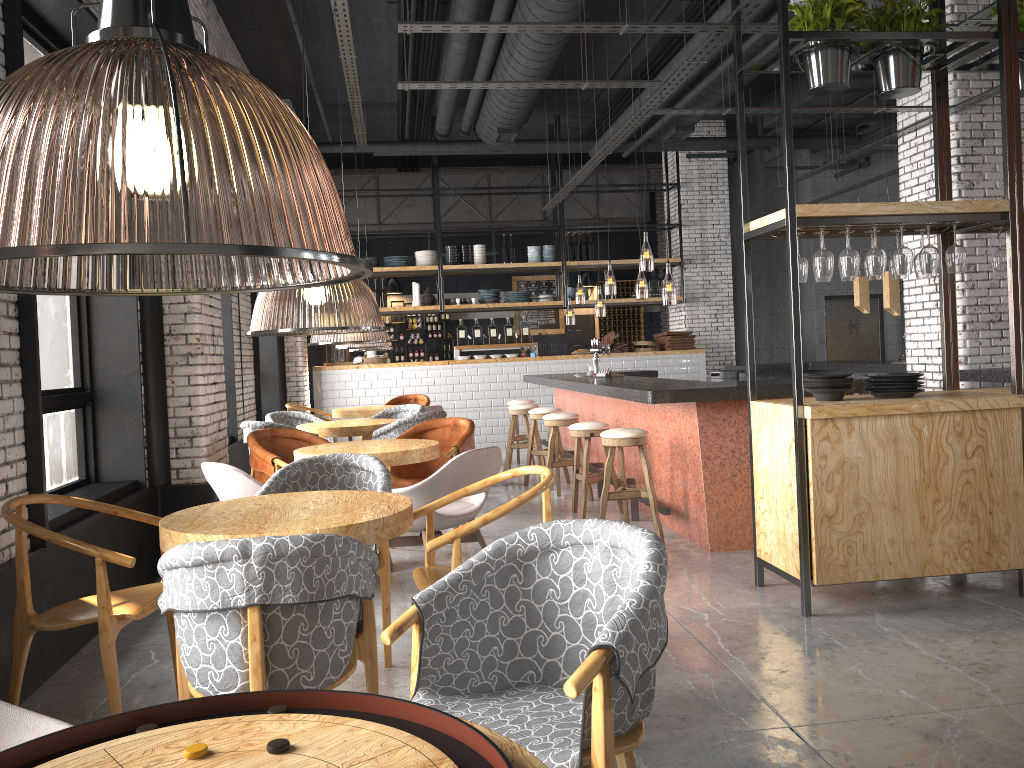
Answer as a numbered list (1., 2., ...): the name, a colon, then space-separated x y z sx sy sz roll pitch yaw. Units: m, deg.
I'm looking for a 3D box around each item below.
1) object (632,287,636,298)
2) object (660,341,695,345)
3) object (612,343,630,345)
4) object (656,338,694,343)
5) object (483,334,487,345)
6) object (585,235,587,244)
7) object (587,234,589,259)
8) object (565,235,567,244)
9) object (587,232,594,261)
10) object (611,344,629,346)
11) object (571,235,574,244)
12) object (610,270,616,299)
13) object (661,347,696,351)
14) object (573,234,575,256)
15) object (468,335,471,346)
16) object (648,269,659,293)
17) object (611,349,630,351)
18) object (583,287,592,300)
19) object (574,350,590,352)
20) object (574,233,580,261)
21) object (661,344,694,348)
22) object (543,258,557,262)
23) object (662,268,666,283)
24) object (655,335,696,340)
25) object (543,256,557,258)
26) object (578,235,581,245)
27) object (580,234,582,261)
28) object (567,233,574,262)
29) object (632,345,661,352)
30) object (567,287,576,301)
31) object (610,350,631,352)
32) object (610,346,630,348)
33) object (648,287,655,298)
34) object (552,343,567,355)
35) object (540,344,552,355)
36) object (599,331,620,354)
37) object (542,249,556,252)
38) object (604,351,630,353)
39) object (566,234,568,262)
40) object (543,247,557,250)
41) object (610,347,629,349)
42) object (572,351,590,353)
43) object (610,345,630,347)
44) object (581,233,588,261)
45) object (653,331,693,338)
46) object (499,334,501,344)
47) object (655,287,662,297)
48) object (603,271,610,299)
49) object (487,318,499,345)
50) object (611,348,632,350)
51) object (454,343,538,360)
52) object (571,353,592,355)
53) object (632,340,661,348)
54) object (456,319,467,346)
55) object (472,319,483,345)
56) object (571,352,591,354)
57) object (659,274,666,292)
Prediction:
1. object: 1.939 -1.428 13.915 0.118 0.181 0.118 -4 2 -44
2. object: 2.519 -0.630 13.694 0.405 0.044 0.636 -3 2 -11
3. object: 1.608 -0.615 13.627 0.406 0.019 0.458 -1 2 39
4. object: 2.517 -0.674 13.693 0.405 0.044 0.636 -3 2 -7
5. object: -0.412 -0.671 13.380 0.039 0.164 0.077 -2 1 37
6. object: 1.190 -2.140 14.091 0.098 0.458 0.098 -3 1 -30
7. object: 1.208 -2.136 13.957 0.098 0.458 0.098 -3 1 -30
8. object: 0.866 -2.130 14.049 0.098 0.471 0.098 -2 1 15
9. object: 1.225 -2.132 13.823 0.098 0.458 0.098 -3 1 -30
10. object: 1.627 -0.600 13.631 0.458 0.019 0.407 -2 2 26
11. object: 0.973 -2.129 14.063 0.098 0.458 0.098 -2 1 15
12. object: 1.592 -1.560 14.013 0.098 0.471 0.098 -3 1 0
13. object: 2.523 -0.542 13.695 0.405 0.044 0.636 -3 2 -12
14. object: 0.990 -2.125 13.929 0.098 0.458 0.098 -2 1 15
15. object: -0.645 -0.659 13.333 0.032 0.164 0.080 -3 1 -36
16. object: 2.253 -1.630 14.116 0.157 0.554 0.106 -3 1 -3
17. object: 1.627 -0.519 13.632 0.458 0.019 0.407 -2 2 21
18. object: 1.131 -1.415 13.924 0.166 0.230 0.198 -3 2 -37
19. object: 1.062 -0.501 13.523 0.230 0.016 0.557 -3 2 -1
20. object: 1.007 -2.121 13.795 0.098 0.458 0.098 -2 1 15
21. object: 2.521 -0.586 13.695 0.405 0.044 0.636 -3 2 -5
22. object: 0.588 -1.919 13.839 0.219 0.085 0.218 -4 2 -38
23. object: 2.438 -1.641 14.150 0.140 0.550 0.097 -3 1 -3
24. object: 2.515 -0.719 13.693 0.405 0.044 0.636 -3 2 -14
25. object: 0.591 -1.952 13.841 0.218 0.093 0.218 -3 2 -24
26. object: 1.084 -2.134 14.077 0.098 0.458 0.098 -3 1 -30
27. object: 1.101 -2.131 13.943 0.098 0.458 0.098 -3 1 -30
28. object: 0.901 -2.116 13.781 0.098 0.458 0.098 -2 1 15
29. object: 2.068 -0.547 13.647 0.437 0.097 0.437 -2 2 17
30. object: 0.953 -1.407 13.914 0.198 0.230 0.166 -3 1 -1
31. object: 1.650 -0.504 13.627 0.407 0.019 0.458 -4 2 -35
32. object: 1.608 -0.566 13.626 0.406 0.019 0.458 -1 2 35
33. object: 2.185 -1.439 13.919 0.118 0.181 0.118 -2 1 26
34. object: 0.727 -0.537 13.532 0.181 0.168 0.170 -3 2 -27
35. object: 0.514 -0.523 13.412 0.181 0.168 0.170 -2 1 3
36. object: 1.458 -0.632 13.500 0.242 0.338 0.488 -3 2 -21
37. object: 0.579 -2.048 13.841 0.218 0.092 0.219 -1 2 33
38. object: 1.633 -0.487 13.633 0.458 0.019 0.407 -2 2 28
39. object: 0.883 -2.120 13.915 0.098 0.458 0.098 -2 1 15
40. object: 0.587 -2.081 13.840 0.218 0.096 0.218 -3 2 -24
41. object: 1.595 -0.549 13.613 0.407 0.019 0.458 -2 2 6
42. object: 1.055 -0.487 13.521 0.215 0.013 0.521 -3 2 -11
43. object: 1.634 -0.584 13.631 0.458 0.019 0.407 -1 2 35
44. object: 1.118 -2.127 13.809 0.098 0.458 0.098 -3 1 -30
45. object: 2.470 -0.759 13.623 0.406 0.094 0.636 -3 2 -10
46. object: -0.184 -0.682 13.416 0.031 0.164 0.046 -2 1 18
47. object: 2.303 -1.445 13.949 0.118 0.181 0.118 -3 1 -31
48. object: 1.485 -1.554 14.000 0.098 0.471 0.098 -3 1 -19
49. object: -0.291 -0.799 13.460 0.154 0.404 0.154 -3 1 -8
50. object: 1.619 -0.535 13.631 0.458 0.019 0.406 -4 2 -39
51. object: -0.237 -0.324 13.471 1.250 0.551 0.315 -3 1 -7
52. object: 1.113 -0.459 13.488 0.406 0.019 0.458 -1 2 34
53. object: 2.068 -0.614 13.650 0.437 0.154 0.440 -1 2 40
54. object: -0.762 -0.776 13.399 0.154 0.404 0.154 -3 1 -8
55. object: -0.531 -0.787 13.421 0.154 0.404 0.154 -3 1 -8
56. object: 1.061 -0.475 13.528 0.276 0.019 0.514 -3 2 -2
57. object: 2.441 -1.566 14.156 0.157 0.405 0.106 -3 1 -3
